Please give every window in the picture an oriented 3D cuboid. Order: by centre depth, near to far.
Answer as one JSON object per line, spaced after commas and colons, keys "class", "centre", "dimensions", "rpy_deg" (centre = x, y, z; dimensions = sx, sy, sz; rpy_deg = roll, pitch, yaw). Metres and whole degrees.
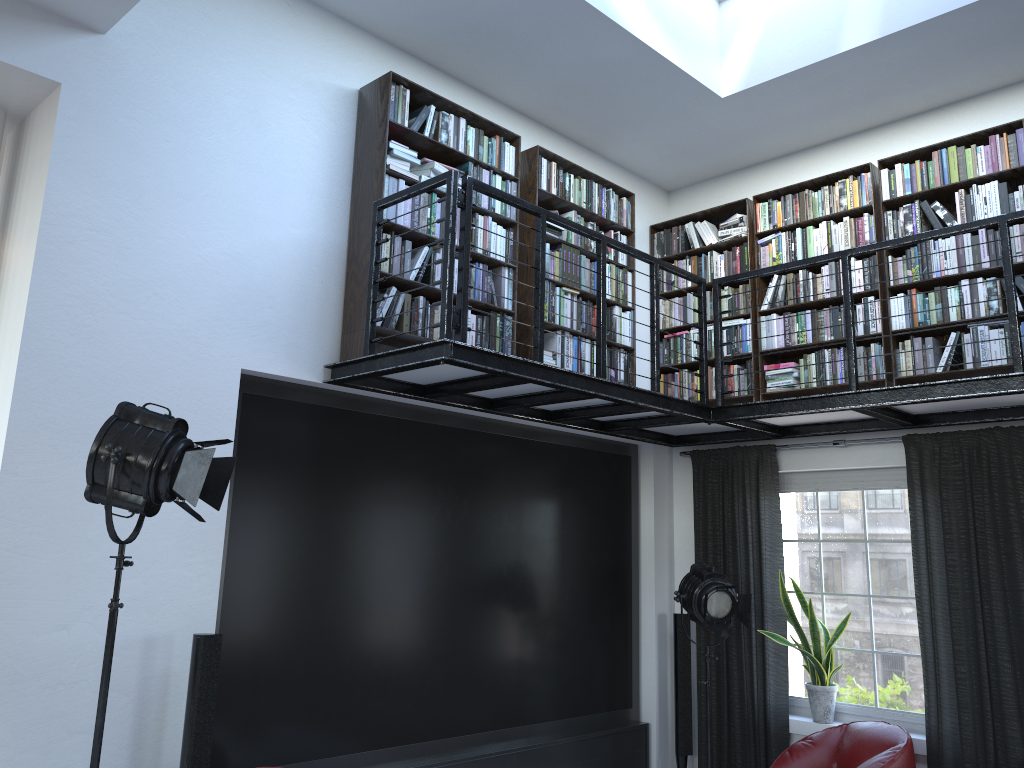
{"class": "window", "centre": [2.180, 1.369, 5.799], "dimensions": [1.163, 1.619, 0.132], "rpy_deg": [-10, -18, 43]}

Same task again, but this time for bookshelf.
{"class": "bookshelf", "centre": [1.790, -0.905, 4.400], "dimensions": [4.460, 1.630, 3.074], "rpy_deg": [-9, -16, 43]}

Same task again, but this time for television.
{"class": "television", "centre": [-0.237, 1.386, 5.217], "dimensions": [0.116, 2.447, 3.337], "rpy_deg": [-11, -17, 43]}

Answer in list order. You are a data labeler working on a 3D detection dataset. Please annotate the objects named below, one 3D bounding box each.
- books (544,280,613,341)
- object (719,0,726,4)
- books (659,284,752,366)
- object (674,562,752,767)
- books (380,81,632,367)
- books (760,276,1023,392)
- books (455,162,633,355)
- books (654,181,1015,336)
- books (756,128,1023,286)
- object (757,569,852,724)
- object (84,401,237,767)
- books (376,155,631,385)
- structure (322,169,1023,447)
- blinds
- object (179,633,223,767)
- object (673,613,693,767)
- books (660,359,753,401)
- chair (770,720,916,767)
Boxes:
{"class": "books", "centre": [1.899, -0.955, 4.490], "dimensions": [4.368, 1.416, 1.164], "rpy_deg": [-9, -16, 43]}
{"class": "object", "centre": [1.803, -3.075, 4.866], "dimensions": [2.213, 0.639, 1.180], "rpy_deg": [-9, -16, 43]}
{"class": "books", "centre": [2.742, -0.764, 5.370], "dimensions": [4.420, 1.424, 0.226], "rpy_deg": [-9, -17, 43]}
{"class": "object", "centre": [2.213, 1.846, 4.990], "dimensions": [2.901, 1.592, 0.748], "rpy_deg": [-5, -14, 28]}
{"class": "books", "centre": [-0.005, -0.812, 5.544], "dimensions": [0.313, 1.435, 2.196], "rpy_deg": [-11, -17, 44]}
{"class": "books", "centre": [3.013, -0.657, 5.089], "dimensions": [3.380, 1.131, 0.239], "rpy_deg": [-9, -17, 43]}
{"class": "books", "centre": [1.712, -0.858, 4.315], "dimensions": [4.321, 1.149, 1.591], "rpy_deg": [-9, -16, 43]}
{"class": "books", "centre": [2.738, -0.754, 5.365], "dimensions": [4.426, 1.408, 0.241], "rpy_deg": [-9, -17, 44]}
{"class": "books", "centre": [2.752, -1.043, 5.444], "dimensions": [2.627, 0.834, 0.212], "rpy_deg": [-9, -17, 43]}
{"class": "object", "centre": [1.807, 1.680, 5.726], "dimensions": [0.524, 0.947, 0.550], "rpy_deg": [10, -15, -34]}
{"class": "object", "centre": [-1.316, 0.847, 3.123], "dimensions": [0.544, 1.592, 0.605], "rpy_deg": [2, -13, -1]}
{"class": "books", "centre": [1.511, -1.037, 4.129], "dimensions": [4.362, 1.420, 2.194], "rpy_deg": [-9, -16, 43]}
{"class": "structure", "centre": [1.210, 0.611, 3.492], "dimensions": [4.472, 3.382, 4.594], "rpy_deg": [-10, -16, 43]}
{"class": "blinds", "centre": [2.177, 1.510, 5.462], "dimensions": [2.499, 2.406, 0.125], "rpy_deg": [-10, -17, 43]}
{"class": "object", "centre": [-1.333, 1.668, 3.650], "dimensions": [0.157, 1.231, 0.156], "rpy_deg": [-5, -14, 25]}
{"class": "object", "centre": [1.169, 2.225, 6.137], "dimensions": [0.157, 1.231, 0.156], "rpy_deg": [9, -15, -29]}
{"class": "books", "centre": [2.390, -0.842, 5.044], "dimensions": [1.279, 1.441, 4.419], "rpy_deg": [13, -16, -43]}
{"class": "chair", "centre": [1.809, 2.273, 4.937], "dimensions": [0.830, 0.717, 0.824], "rpy_deg": [0, -12, 6]}
